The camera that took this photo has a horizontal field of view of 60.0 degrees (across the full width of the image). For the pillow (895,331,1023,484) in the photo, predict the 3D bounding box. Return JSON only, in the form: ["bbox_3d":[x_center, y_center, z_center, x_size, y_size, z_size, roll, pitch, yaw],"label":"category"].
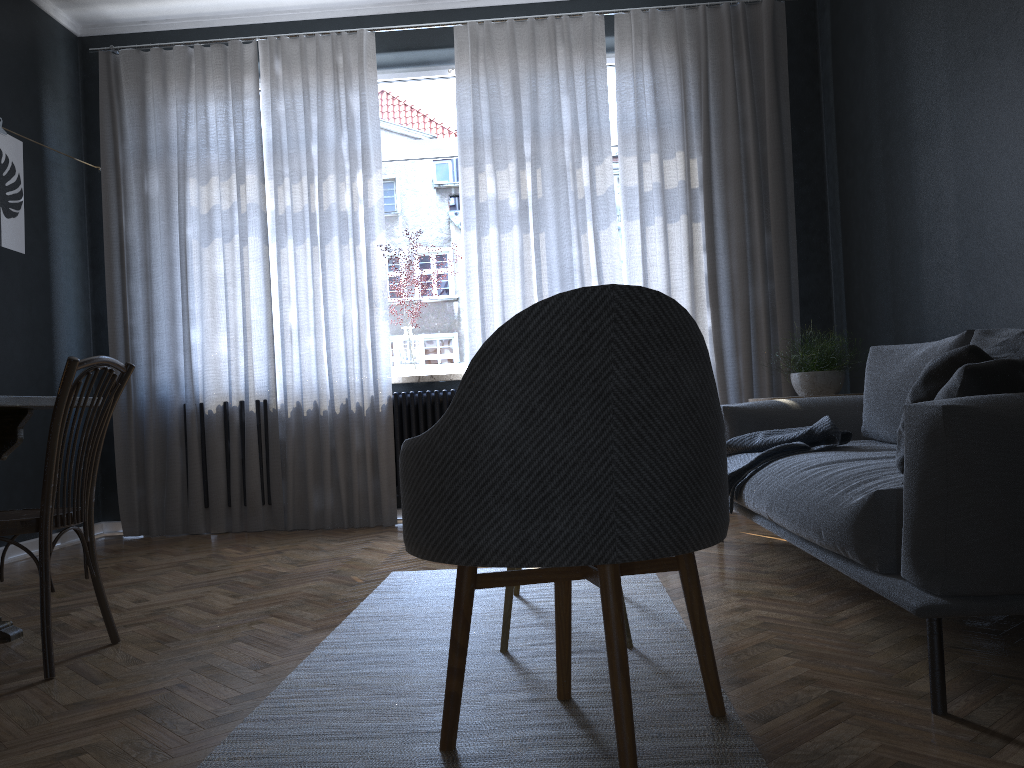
[{"bbox_3d":[1.149,0.043,2.122,0.442,0.362,0.797,-3,-2,21],"label":"pillow"}]

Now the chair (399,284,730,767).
[{"bbox_3d":[0.142,0.253,1.654,0.645,0.811,0.495,-3,-1,-19],"label":"chair"}]

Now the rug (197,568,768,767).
[{"bbox_3d":[-0.023,0.691,2.456,1.003,0.013,2.011,-3,-2,3],"label":"rug"}]

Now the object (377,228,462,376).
[{"bbox_3d":[-0.577,-0.452,5.103,0.514,0.809,0.599,-3,-1,-23],"label":"object"}]

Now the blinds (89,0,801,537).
[{"bbox_3d":[-0.342,-0.624,5.002,3.993,2.788,0.312,-3,-1,3],"label":"blinds"}]

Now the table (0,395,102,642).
[{"bbox_3d":[-1.909,0.414,2.099,1.126,0.727,1.605,-3,-1,3],"label":"table"}]

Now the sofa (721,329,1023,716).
[{"bbox_3d":[1.245,0.234,2.739,0.970,0.798,2.341,-3,-1,2],"label":"sofa"}]

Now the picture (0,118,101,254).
[{"bbox_3d":[-2.514,-0.954,3.002,0.058,0.771,4.458,-3,-2,3],"label":"picture"}]

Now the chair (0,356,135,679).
[{"bbox_3d":[-1.305,0.345,2.408,0.467,0.820,0.363,-3,-1,3],"label":"chair"}]

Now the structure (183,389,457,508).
[{"bbox_3d":[-0.981,0.367,5.090,1.846,0.600,0.216,-3,-1,3],"label":"structure"}]

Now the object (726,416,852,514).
[{"bbox_3d":[0.971,0.288,3.330,0.490,0.329,0.666,-3,-1,8],"label":"object"}]

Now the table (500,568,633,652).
[{"bbox_3d":[0.142,0.412,2.586,0.339,0.550,0.788,-3,-1,3],"label":"table"}]
